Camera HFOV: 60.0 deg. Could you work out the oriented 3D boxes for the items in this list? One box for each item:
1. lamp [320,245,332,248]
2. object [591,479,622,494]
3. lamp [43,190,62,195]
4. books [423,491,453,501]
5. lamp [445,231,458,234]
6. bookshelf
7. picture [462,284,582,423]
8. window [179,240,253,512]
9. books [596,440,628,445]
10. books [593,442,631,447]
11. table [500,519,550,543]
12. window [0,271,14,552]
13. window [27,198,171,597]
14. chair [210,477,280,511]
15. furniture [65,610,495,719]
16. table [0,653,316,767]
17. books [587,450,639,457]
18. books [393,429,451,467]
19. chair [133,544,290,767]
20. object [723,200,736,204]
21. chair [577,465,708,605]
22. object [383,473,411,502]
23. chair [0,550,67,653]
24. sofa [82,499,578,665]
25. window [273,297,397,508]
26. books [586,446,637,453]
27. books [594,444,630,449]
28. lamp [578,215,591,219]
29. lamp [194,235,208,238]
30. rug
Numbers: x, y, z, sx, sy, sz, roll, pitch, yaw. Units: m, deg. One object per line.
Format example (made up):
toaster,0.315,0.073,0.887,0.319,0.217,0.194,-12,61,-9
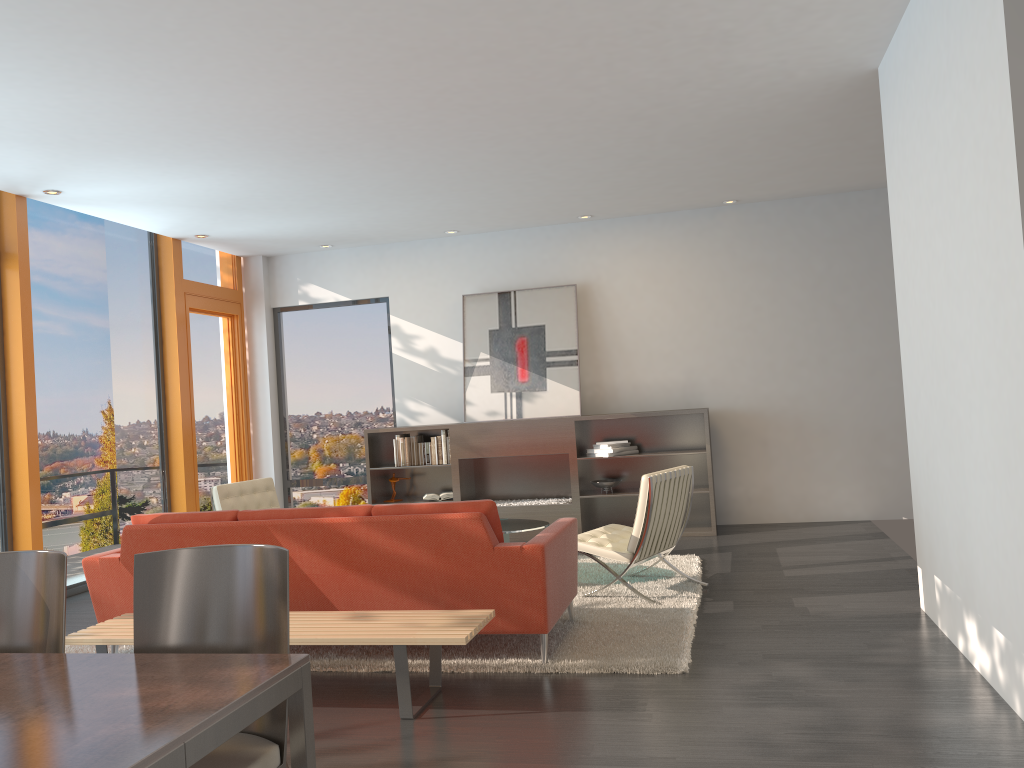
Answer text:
lamp,-2.000,-1.477,9.524,0.129,0.010,0.129,-3,-2,-32
object,0.911,0.993,8.546,0.309,0.117,0.308,-2,-2,-43
lamp,-3.476,-1.447,6.703,0.129,0.010,0.129,-3,-2,-32
books,-0.729,1.135,8.941,0.336,0.064,0.234,-4,-1,-7
lamp,-0.629,-1.574,9.197,0.129,0.010,0.129,-3,-2,-32
bookshelf,0.256,0.926,8.788,3.387,1.163,0.570,-4,-2,13
picture,0.083,-0.307,9.003,1.208,1.338,0.269,-4,-2,13
window,-3.143,0.063,9.250,0.211,3.347,1.156,-4,-2,13
books,0.959,0.562,8.543,0.300,0.020,0.210,-4,-1,3
books,0.960,0.582,8.542,0.300,0.020,0.210,-3,-2,-37
table,-0.695,1.285,6.457,1.998,0.464,0.947,-4,-1,14
window,-4.097,0.042,5.679,0.070,3.347,2.104,-4,-2,13
window,-3.610,0.057,7.706,0.070,3.347,1.843,-4,-2,13
chair,-1.946,1.192,7.202,0.707,0.817,0.700,-4,-2,23
furniture,-1.099,1.310,4.177,2.005,0.357,0.492,-4,-2,13
table,-1.675,1.144,1.949,2.151,0.765,1.171,-4,-2,13
books,0.966,0.669,8.540,0.398,0.038,0.314,-3,-2,-37
books,-0.857,0.639,8.960,0.592,0.340,0.324,-4,-2,13
chair,-0.837,0.943,2.252,0.548,0.968,0.614,-4,-2,13
object,2.113,-1.766,8.606,0.129,0.010,0.129,-3,-2,-32
chair,0.815,0.982,5.900,0.706,0.817,0.700,-5,-2,33
object,-1.188,1.056,9.087,0.245,0.291,0.201,-5,-2,33
chair,-1.515,0.991,2.414,0.548,0.968,0.614,-4,-2,13
sofa,-0.980,1.074,5.024,2.597,0.853,1.038,-4,-2,13
window,-1.942,0.001,9.817,1.409,3.341,0.065,-4,-2,13
books,0.964,0.631,8.541,0.314,0.038,0.398,-5,-2,43
books,0.962,0.602,8.542,0.210,0.020,0.300,-5,-2,43
lamp,0.727,-1.670,8.873,0.129,0.010,0.129,-3,-2,-32
lamp,-3.018,-1.432,8.608,0.129,0.010,0.129,-3,-2,-32
rug,-0.665,1.499,6.067,3.772,0.043,2.983,-4,-1,13
